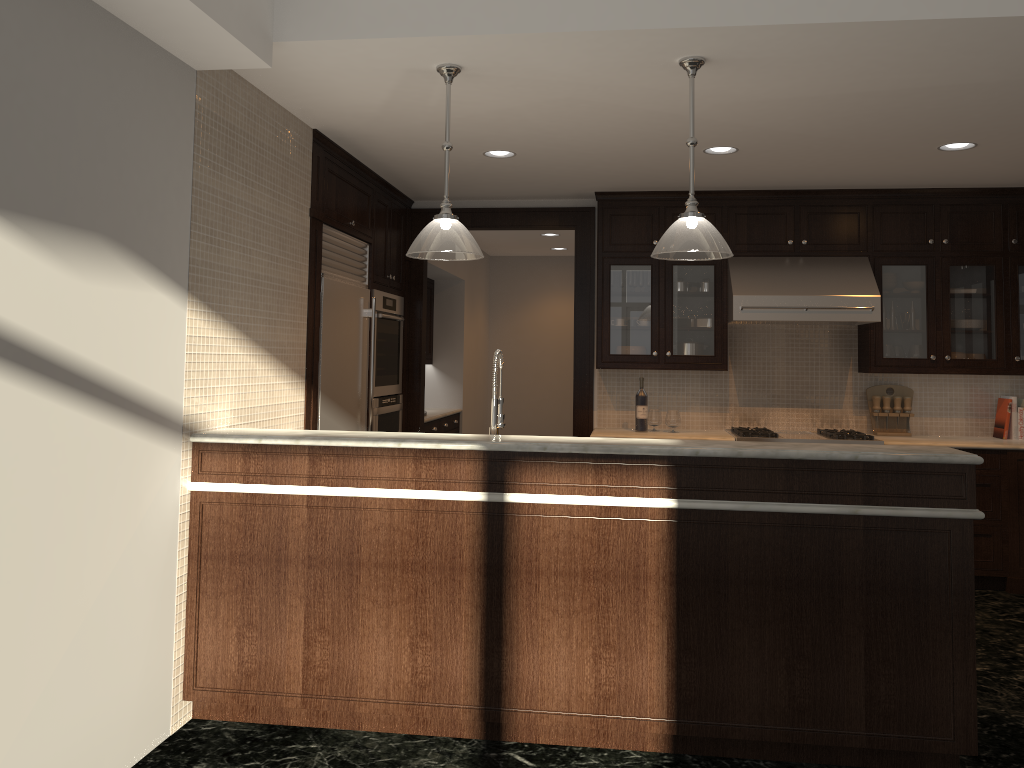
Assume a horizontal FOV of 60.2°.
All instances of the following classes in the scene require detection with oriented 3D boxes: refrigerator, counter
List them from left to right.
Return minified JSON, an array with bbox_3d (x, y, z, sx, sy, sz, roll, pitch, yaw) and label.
[{"bbox_3d":[-1.272,0.171,5.237,0.687,2.134,0.885,0,-3,8],"label":"refrigerator"},{"bbox_3d":[-0.958,0.275,7.735,0.709,0.032,1.850,1,2,8],"label":"counter"},{"bbox_3d":[0.206,0.228,3.341,2.854,0.032,0.327,1,2,8],"label":"counter"},{"bbox_3d":[0.244,0.404,3.689,2.868,0.032,1.051,1,2,8],"label":"counter"},{"bbox_3d":[2.116,0.392,5.100,3.367,0.032,2.309,1,2,8],"label":"counter"}]

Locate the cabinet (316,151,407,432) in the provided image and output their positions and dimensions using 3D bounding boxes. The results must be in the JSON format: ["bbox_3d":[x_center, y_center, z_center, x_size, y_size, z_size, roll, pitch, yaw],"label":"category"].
[{"bbox_3d":[-1.209,-0.087,5.661,0.756,2.436,1.835,0,-2,8],"label":"cabinet"}]

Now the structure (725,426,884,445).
[{"bbox_3d":[1.929,0.738,5.915,0.906,0.843,0.716,1,-2,8],"label":"structure"}]

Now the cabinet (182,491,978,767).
[{"bbox_3d":[0.242,0.847,3.663,2.847,0.919,1.022,1,-1,8],"label":"cabinet"}]

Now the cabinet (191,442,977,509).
[{"bbox_3d":[0.194,0.321,3.337,2.836,0.153,0.292,1,0,8],"label":"cabinet"}]

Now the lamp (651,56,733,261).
[{"bbox_3d":[0.710,-0.893,3.485,0.317,0.788,0.316,0,-3,22],"label":"lamp"}]

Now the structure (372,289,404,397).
[{"bbox_3d":[-1.108,-0.280,6.132,0.613,0.705,0.755,1,-1,8],"label":"structure"}]

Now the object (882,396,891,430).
[{"bbox_3d":[2.590,0.199,6.102,0.061,0.239,0.061,2,-4,-23],"label":"object"}]

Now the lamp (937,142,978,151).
[{"bbox_3d":[2.433,-1.362,4.828,0.197,0.137,0.197,1,0,43],"label":"lamp"}]

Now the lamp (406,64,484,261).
[{"bbox_3d":[-0.266,-0.911,3.616,0.317,0.788,0.316,0,-3,22],"label":"lamp"}]

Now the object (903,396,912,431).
[{"bbox_3d":[2.727,0.202,6.084,0.061,0.239,0.061,3,-4,-29],"label":"object"}]

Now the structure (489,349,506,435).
[{"bbox_3d":[-0.062,0.115,3.787,0.051,0.534,0.242,0,-3,7],"label":"structure"}]

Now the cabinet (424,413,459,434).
[{"bbox_3d":[-0.639,0.673,7.665,0.057,0.750,1.786,0,1,8],"label":"cabinet"}]

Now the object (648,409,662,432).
[{"bbox_3d":[0.997,0.254,6.193,0.112,0.152,0.112,1,-2,0],"label":"object"}]

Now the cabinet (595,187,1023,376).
[{"bbox_3d":[2.135,-0.685,5.175,3.366,1.262,2.301,1,0,8],"label":"cabinet"}]

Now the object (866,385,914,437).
[{"bbox_3d":[2.627,0.181,6.109,0.316,0.351,0.110,1,-3,7],"label":"object"}]

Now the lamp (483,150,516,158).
[{"bbox_3d":[-0.072,-1.408,5.162,0.197,0.137,0.197,1,0,13],"label":"lamp"}]

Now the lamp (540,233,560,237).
[{"bbox_3d":[0.367,-1.492,8.459,0.197,0.137,0.197,1,0,13],"label":"lamp"}]

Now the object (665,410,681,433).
[{"bbox_3d":[1.112,0.259,6.090,0.112,0.152,0.112,1,-2,0],"label":"object"}]

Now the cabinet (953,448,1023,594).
[{"bbox_3d":[2.109,0.851,5.069,3.367,0.885,2.309,1,1,8],"label":"cabinet"}]

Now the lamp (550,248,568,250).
[{"bbox_3d":[0.508,-1.519,9.514,0.197,0.137,0.197,1,0,-17],"label":"lamp"}]

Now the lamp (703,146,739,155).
[{"bbox_3d":[1.181,-1.385,4.995,0.197,0.137,0.197,1,0,-27],"label":"lamp"}]

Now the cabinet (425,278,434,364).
[{"bbox_3d":[-1.083,-0.590,7.811,0.432,0.830,1.851,0,1,8],"label":"cabinet"}]

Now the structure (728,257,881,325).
[{"bbox_3d":[1.953,-0.656,6.034,0.930,0.480,0.637,1,0,8],"label":"structure"}]

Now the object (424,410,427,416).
[{"bbox_3d":[-0.955,0.069,7.430,0.447,0.409,0.342,1,-2,8],"label":"object"}]

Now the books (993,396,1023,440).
[{"bbox_3d":[3.597,0.220,5.972,0.603,0.313,0.193,1,-2,7],"label":"books"}]

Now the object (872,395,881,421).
[{"bbox_3d":[2.524,0.194,6.111,0.061,0.230,0.060,1,-4,-11],"label":"object"}]

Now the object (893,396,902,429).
[{"bbox_3d":[2.661,0.195,6.093,0.061,0.227,0.061,2,-4,-23],"label":"object"}]

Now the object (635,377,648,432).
[{"bbox_3d":[0.897,0.141,6.112,0.094,0.380,0.094,-1,-4,23],"label":"object"}]

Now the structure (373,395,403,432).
[{"bbox_3d":[-1.161,0.277,6.101,0.665,0.391,0.760,1,0,8],"label":"structure"}]
